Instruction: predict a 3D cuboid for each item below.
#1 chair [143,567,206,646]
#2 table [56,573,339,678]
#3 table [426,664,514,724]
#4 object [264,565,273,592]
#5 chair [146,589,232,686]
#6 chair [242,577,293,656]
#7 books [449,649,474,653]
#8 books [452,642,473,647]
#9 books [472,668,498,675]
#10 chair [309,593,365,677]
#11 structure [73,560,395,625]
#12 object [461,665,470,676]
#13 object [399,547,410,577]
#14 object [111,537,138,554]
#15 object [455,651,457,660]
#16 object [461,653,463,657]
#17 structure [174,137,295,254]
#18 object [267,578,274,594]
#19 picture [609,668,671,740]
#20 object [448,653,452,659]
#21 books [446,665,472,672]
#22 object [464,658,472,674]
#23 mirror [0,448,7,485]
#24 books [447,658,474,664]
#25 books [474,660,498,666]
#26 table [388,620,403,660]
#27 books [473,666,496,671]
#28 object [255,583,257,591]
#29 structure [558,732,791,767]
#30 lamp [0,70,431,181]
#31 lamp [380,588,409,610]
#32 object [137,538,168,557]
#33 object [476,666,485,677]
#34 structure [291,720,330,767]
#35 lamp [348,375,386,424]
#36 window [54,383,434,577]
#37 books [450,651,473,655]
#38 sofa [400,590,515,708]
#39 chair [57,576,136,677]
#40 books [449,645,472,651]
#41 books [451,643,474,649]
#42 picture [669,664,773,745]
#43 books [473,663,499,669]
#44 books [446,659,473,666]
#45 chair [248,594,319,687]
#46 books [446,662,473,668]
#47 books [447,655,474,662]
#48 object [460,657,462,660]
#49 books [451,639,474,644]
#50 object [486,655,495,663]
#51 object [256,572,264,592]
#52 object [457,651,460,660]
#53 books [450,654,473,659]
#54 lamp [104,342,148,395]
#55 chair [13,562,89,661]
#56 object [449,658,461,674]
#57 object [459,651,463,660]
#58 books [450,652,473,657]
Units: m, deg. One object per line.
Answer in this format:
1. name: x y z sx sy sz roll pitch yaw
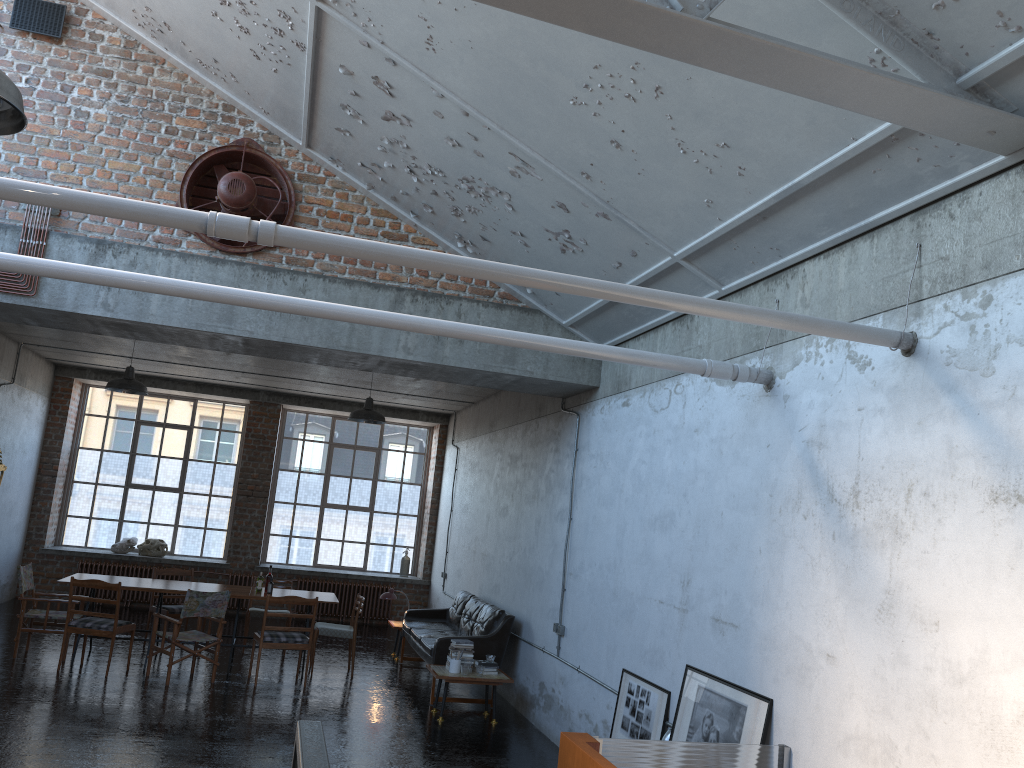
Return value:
1. chair: -4.356 2.944 11.554 0.509 1.028 0.573 -2 -11 40
2. table: -3.737 2.910 10.648 3.112 0.917 1.067 8 -9 -14
3. table: -0.472 3.237 9.239 0.811 0.458 0.649 8 -9 -14
4. object: -2.986 2.394 10.908 0.075 0.324 0.075 4 -9 11
5. chair: -3.530 2.728 9.693 0.574 1.031 0.713 14 -12 -43
6. chair: -3.286 3.134 11.977 0.589 0.971 0.577 8 -9 -14
7. books: -0.536 2.818 9.390 0.244 0.019 0.174 8 -9 -14
8. books: -0.524 2.755 9.401 0.205 0.020 0.155 8 -9 -14
9. books: -0.287 3.031 9.369 0.179 0.034 0.243 11 -10 -30
10. chair: -2.173 3.098 11.003 0.577 0.971 0.589 8 -9 -14
11. structure: -4.678 3.619 15.285 5.349 0.713 0.232 8 -9 -14
12. object: -0.484 2.932 9.077 0.092 0.099 0.092 12 -11 -36
13. object: -1.982 3.311 16.515 0.172 0.551 0.172 1 -10 30
14. object: -6.692 2.785 15.312 0.281 0.281 0.575 4 -9 12
15. object: -0.586 2.872 9.226 0.009 0.167 0.061 6 -9 -1
16. object: -0.543 2.870 9.199 0.062 0.169 0.009 8 -9 -14
17. structure: -2.496 -1.709 8.116 1.058 1.096 0.808 8 -9 -14
18. object: -2.933 2.454 10.782 0.051 0.180 0.097 14 -12 -41
19. picture: 0.900 2.707 6.605 0.135 0.994 0.889 8 -9 -14
20. object: -0.608 2.882 9.190 0.137 0.190 0.009 7 -9 -11
21. books: -0.562 2.995 9.349 0.248 0.043 0.192 8 -9 -14
22. object: -0.461 2.924 9.192 0.087 0.155 0.087 13 -11 -40
23. mirror: -7.160 1.453 12.079 0.172 1.182 1.339 8 -9 -14
24. books: -0.546 2.925 9.377 0.255 0.014 0.192 7 -9 -10
25. books: -0.284 2.953 9.381 0.225 0.029 0.179 9 -9 -21
26. table: -1.347 3.664 12.595 0.811 0.458 0.649 8 -9 -14
27. books: -0.294 3.002 9.377 0.166 0.024 0.227 12 -11 -34
28. object: -3.115 2.466 10.944 0.077 0.173 0.077 10 -10 -28
29. structure: 1.173 2.319 3.271 1.272 1.221 2.942 8 -9 -14
30. lamp: -1.243 -1.438 5.140 0.945 2.025 5.320 5 -9 5
31. lamp: -1.643 3.152 12.566 0.496 0.492 0.220 9 -9 -21
32. object: -6.243 2.826 15.358 0.418 0.305 0.625 13 -11 -39
33. object: -0.328 2.954 9.115 0.092 0.099 0.092 12 -11 -36
34. structure: -0.359 1.906 1.594 0.119 1.221 5.500 8 -9 -14
35. lamp: -1.849 0.051 11.641 0.502 0.891 0.502 7 -9 -9
36. window: -0.886 4.052 17.431 19.864 12.900 0.747 8 -9 -14
37. books: -0.533 2.839 9.388 0.205 0.022 0.155 9 -9 -18
38. sofa: -0.760 3.171 11.014 0.929 1.045 2.610 8 -9 -14
39. chair: -4.507 2.644 9.709 0.573 1.028 0.509 5 -9 6
40. books: -0.542 2.796 9.392 0.231 0.023 0.162 6 -9 2
41. books: -0.529 2.778 9.408 0.209 0.023 0.167 9 -9 -20
42. picture: 1.176 2.434 5.434 0.233 1.215 1.095 8 -9 -14
43. books: -0.279 2.981 9.385 0.243 0.024 0.175 9 -9 -17
44. books: -0.554 2.941 9.357 0.249 0.023 0.175 8 -9 -13
45. chair: -2.598 2.892 10.054 0.573 1.028 0.509 10 -10 -24
46. books: -0.556 2.964 9.353 0.249 0.023 0.175 9 -9 -18
47. books: -0.545 2.905 9.381 0.245 0.028 0.193 9 -9 -18
48. object: -0.560 2.899 9.175 0.068 0.159 0.009 6 -9 -1
49. books: -0.530 2.734 9.412 0.201 0.024 0.159 10 -9 -23
50. object: -0.229 2.908 9.377 0.103 0.068 0.103 13 -11 -40
51. object: -3.078 2.417 10.839 0.070 0.235 0.041 8 -9 -14
52. object: -0.565 2.883 9.223 0.023 0.204 0.037 2 -10 25
53. books: -0.535 2.880 9.383 0.221 0.023 0.147 8 -9 -14
54. lamp: -4.687 -0.343 10.951 0.502 0.891 0.502 7 -9 -9
55. chair: -5.344 2.625 10.226 0.713 1.031 0.574 8 -9 -14
56. object: -0.588 2.919 9.176 0.110 0.137 0.110 8 -9 -14
57. object: -0.545 2.864 9.212 0.052 0.185 0.009 8 -9 -12
58. books: -0.535 2.861 9.390 0.224 0.021 0.158 8 -9 -14
